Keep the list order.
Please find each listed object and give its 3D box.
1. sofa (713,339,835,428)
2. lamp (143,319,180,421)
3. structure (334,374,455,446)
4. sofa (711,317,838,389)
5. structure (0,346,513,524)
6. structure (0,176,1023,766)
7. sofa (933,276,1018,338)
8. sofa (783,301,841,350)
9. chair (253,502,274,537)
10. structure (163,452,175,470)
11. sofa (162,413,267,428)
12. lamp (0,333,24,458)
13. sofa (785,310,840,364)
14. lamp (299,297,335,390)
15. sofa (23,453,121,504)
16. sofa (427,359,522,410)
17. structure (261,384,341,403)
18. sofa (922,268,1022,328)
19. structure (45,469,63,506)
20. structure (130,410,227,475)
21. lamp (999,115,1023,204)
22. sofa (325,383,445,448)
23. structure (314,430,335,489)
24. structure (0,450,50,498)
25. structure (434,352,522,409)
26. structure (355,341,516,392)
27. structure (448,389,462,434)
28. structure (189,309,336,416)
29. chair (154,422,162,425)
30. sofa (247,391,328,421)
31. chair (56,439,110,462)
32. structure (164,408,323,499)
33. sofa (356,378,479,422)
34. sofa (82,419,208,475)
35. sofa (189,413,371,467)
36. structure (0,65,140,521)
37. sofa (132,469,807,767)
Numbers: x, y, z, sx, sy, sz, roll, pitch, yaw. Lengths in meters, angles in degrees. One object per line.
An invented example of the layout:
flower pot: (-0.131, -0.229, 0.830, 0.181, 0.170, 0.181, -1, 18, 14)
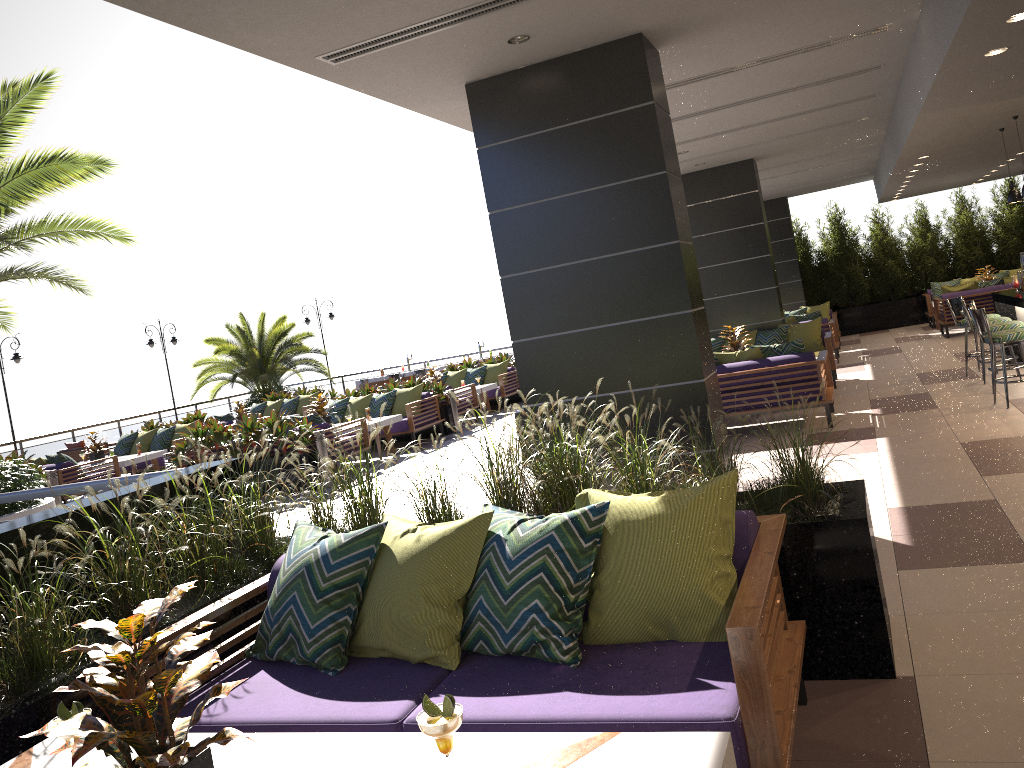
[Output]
sofa: (2.291, 0.060, 9.479, 2.118, 0.919, 1.124, -9, 2, 21)
lamp: (-8.577, -0.003, 22.235, 0.263, 3.327, 1.127, -10, 0, 22)
structure: (-2.040, 0.478, 14.829, 2.410, 1.173, 0.704, -9, 1, 23)
sofa: (3.336, -0.305, 12.229, 2.118, 0.919, 1.124, -9, 2, 21)
structure: (-4.322, 0.810, 15.414, 12.870, 1.058, 17.586, -9, 4, 21)
structure: (3.735, -1.298, 9.038, 7.788, 3.120, 24.846, -9, 4, 22)
sofa: (8.537, -1.447, 15.354, 2.118, 0.919, 1.124, -9, 2, 21)
sofa: (5.393, -1.022, 17.641, 2.118, 0.919, 1.124, -9, 2, 21)
chair: (-2.051, 1.135, 5.756, 0.711, 0.816, 0.718, -10, 2, 21)
structure: (-4.477, 1.258, 11.681, 0.100, 0.700, 0.181, -10, 0, 22)
sofa: (-5.889, 1.058, 17.141, 2.118, 0.919, 1.124, -9, 2, 21)
lamp: (-10.203, 0.563, 17.958, 0.263, 3.327, 1.127, -10, 0, 22)
sofa: (4.482, -0.704, 15.245, 2.118, 0.919, 1.124, -9, 2, 21)
lamp: (-5.207, -0.778, 24.799, 1.118, 3.327, 0.265, -10, 0, 21)
sofa: (-7.220, 1.526, 13.569, 2.118, 0.919, 1.124, -9, 2, 21)
sofa: (-0.954, 0.128, 17.681, 2.118, 0.919, 1.124, -9, 2, 21)
structure: (-4.826, 0.652, 20.045, 2.242, 1.172, 0.740, -9, 1, 23)
sofa: (9.448, -1.765, 17.750, 2.118, 0.919, 1.124, -9, 2, 21)
structure: (-6.421, 1.562, 12.445, 0.100, 0.700, 0.181, -10, 0, 22)
structure: (-6.217, 1.133, 16.449, 2.241, 1.172, 0.717, -9, 1, 18)
lamp: (5.528, -2.445, 9.717, 0.192, 0.863, 1.086, -10, 2, 22)
sofa: (-2.285, 0.596, 14.109, 2.118, 0.919, 1.124, -9, 2, 21)
structure: (-2.300, 0.917, 10.826, 0.100, 0.700, 0.181, -10, 0, 22)
structure: (-7.565, 1.607, 12.839, 2.242, 1.172, 0.740, -9, 1, 23)
structure: (-0.668, -0.001, 18.448, 2.242, 1.172, 0.740, -9, 1, 23)
structure: (-1.743, -0.203, 21.835, 4.385, 1.328, 0.808, -9, 1, 21)
structure: (-0.936, 0.441, 14.415, 0.100, 0.700, 0.181, -10, 0, 22)
structure: (-6.676, -0.416, 23.582, 3.808, 3.302, 3.749, -11, 2, -11)
chair: (-8.460, 1.349, 20.707, 0.712, 0.816, 0.717, -10, 2, 21)
sofa: (-5.058, 0.770, 19.293, 2.118, 0.919, 1.124, -9, 2, 21)
chair: (-9.138, 1.585, 18.923, 0.712, 0.816, 0.717, -10, 2, 21)
structure: (-3.407, 0.953, 11.242, 2.242, 1.172, 0.740, -9, 1, 23)
sofa: (-1.778, 0.414, 15.526, 2.118, 0.919, 1.124, -9, 2, 21)
sofa: (-6.396, 1.240, 15.724, 2.118, 0.919, 1.124, -9, 2, 21)
sofa: (-3.116, 0.884, 11.957, 2.118, 0.919, 1.124, -9, 2, 21)
structure: (-6.735, -1.056, 10.059, 4.684, 6.502, 4.771, -9, 2, 39)
sofa: (-0.136, 0.905, 3.093, 2.118, 0.919, 1.124, -9, 2, 21)
